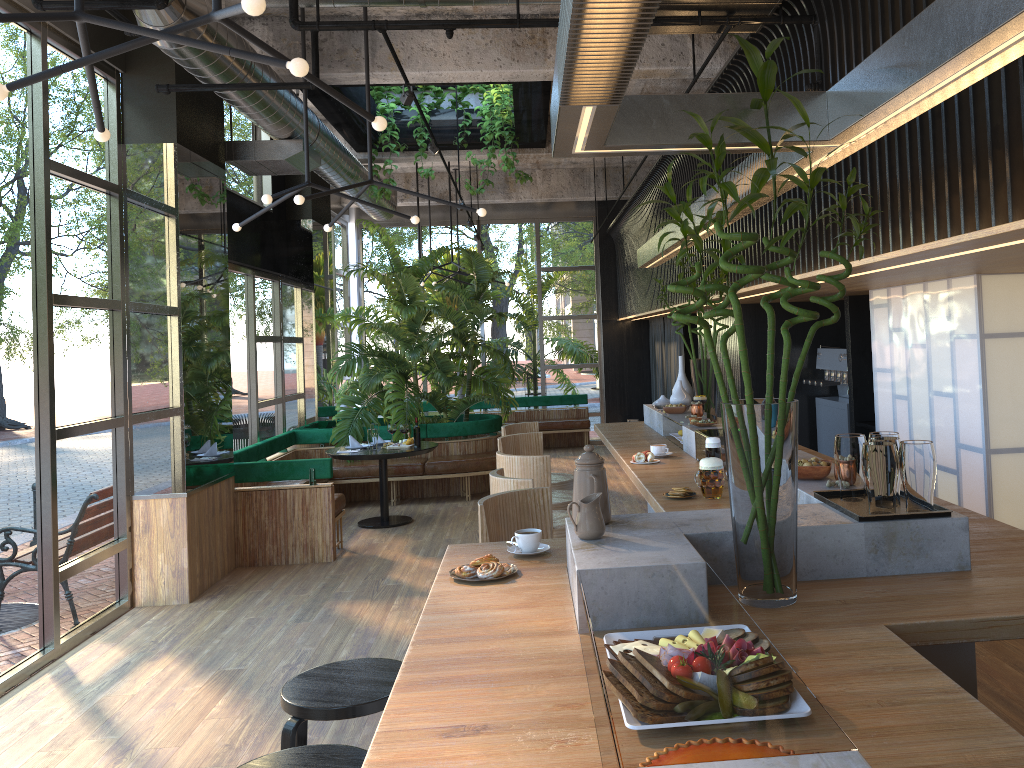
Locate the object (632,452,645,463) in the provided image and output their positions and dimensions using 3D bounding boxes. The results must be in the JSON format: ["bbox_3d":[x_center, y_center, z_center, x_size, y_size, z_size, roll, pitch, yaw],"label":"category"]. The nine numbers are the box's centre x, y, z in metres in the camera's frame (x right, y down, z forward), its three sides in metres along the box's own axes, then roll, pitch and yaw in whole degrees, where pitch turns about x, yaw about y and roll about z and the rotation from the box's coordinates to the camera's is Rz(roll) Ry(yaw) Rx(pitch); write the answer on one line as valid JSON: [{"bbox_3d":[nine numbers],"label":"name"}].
[{"bbox_3d":[0.704,0.406,4.942,0.062,0.059,0.073,-2,1,-11],"label":"object"}]

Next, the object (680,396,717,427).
[{"bbox_3d":[1.162,0.169,5.619,0.209,0.134,0.808,-2,3,7],"label":"object"}]

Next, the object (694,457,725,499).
[{"bbox_3d":[0.853,0.400,3.809,0.112,0.172,0.135,-2,0,-7],"label":"object"}]

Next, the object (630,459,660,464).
[{"bbox_3d":[0.743,0.433,4.955,0.164,0.005,0.170,-2,3,10],"label":"object"}]

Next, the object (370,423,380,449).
[{"bbox_3d":[-1.361,0.517,8.807,0.095,0.245,0.089,-2,-1,-19],"label":"object"}]

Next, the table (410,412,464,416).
[{"bbox_3d":[-1.210,0.821,12.795,1.139,0.751,1.062,-3,1,-21],"label":"table"}]

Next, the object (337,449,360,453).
[{"bbox_3d":[-1.567,0.648,8.632,0.256,0.019,0.157,-2,3,-2],"label":"object"}]

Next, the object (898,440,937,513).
[{"bbox_3d":[1.194,0.274,2.610,0.100,0.209,0.110,-3,-1,43],"label":"object"}]

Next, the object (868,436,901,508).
[{"bbox_3d":[1.147,0.271,2.726,0.101,0.209,0.110,-3,-1,33],"label":"object"}]

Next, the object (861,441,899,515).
[{"bbox_3d":[1.086,0.279,2.614,0.100,0.209,0.110,-3,-1,43],"label":"object"}]

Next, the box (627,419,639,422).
[{"bbox_3d":[1.923,0.786,14.024,0.339,0.442,0.274,-2,0,-13],"label":"box"}]

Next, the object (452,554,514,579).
[{"bbox_3d":[-0.082,0.552,2.679,0.155,0.052,0.161,0,3,43],"label":"object"}]

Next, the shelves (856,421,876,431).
[{"bbox_3d":[3.154,0.344,7.077,0.526,0.035,0.865,-2,3,0],"label":"shelves"}]

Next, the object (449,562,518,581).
[{"bbox_3d":[-0.086,0.571,2.686,0.197,0.013,0.215,-1,3,35],"label":"object"}]

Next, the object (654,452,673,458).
[{"bbox_3d":[0.853,0.413,5.153,0.162,0.020,0.159,-3,3,-5],"label":"object"}]

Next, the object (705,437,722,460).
[{"bbox_3d":[0.917,0.356,4.033,0.071,0.232,0.078,-3,-1,31],"label":"object"}]

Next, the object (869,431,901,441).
[{"bbox_3d":[1.202,0.262,2.858,0.100,0.209,0.110,-3,-1,43],"label":"object"}]

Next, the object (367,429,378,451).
[{"bbox_3d":[-1.355,0.544,8.639,0.101,0.209,0.110,-3,-1,33],"label":"object"}]

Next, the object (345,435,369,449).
[{"bbox_3d":[-1.553,0.580,8.891,0.240,0.139,0.226,-3,2,-18],"label":"object"}]

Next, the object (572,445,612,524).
[{"bbox_3d":[0.230,0.299,2.660,0.123,0.234,0.205,-2,0,-33],"label":"object"}]

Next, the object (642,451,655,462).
[{"bbox_3d":[0.757,0.403,4.961,0.073,0.060,0.125,-3,2,-32],"label":"object"}]

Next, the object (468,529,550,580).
[{"bbox_3d":[-0.042,0.533,2.824,0.174,0.073,0.435,-1,3,34],"label":"object"}]

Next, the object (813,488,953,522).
[{"bbox_3d":[1.124,0.367,2.726,0.274,0.018,0.436,-2,3,0],"label":"object"}]

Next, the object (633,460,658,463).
[{"bbox_3d":[0.742,0.431,4.951,0.117,0.005,0.126,0,3,38],"label":"object"}]

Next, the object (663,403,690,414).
[{"bbox_3d":[1.149,0.171,6.240,0.189,0.073,0.232,-2,2,19],"label":"object"}]

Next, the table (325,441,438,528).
[{"bbox_3d":[-1.280,1.010,8.860,1.150,0.751,1.050,-3,2,-33],"label":"table"}]

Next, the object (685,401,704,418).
[{"bbox_3d":[1.203,0.169,5.876,0.086,0.107,0.161,-2,1,45],"label":"object"}]

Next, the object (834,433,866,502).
[{"bbox_3d":[1.087,0.268,2.842,0.100,0.209,0.110,-3,-1,43],"label":"object"}]

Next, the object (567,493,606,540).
[{"bbox_3d":[0.208,0.366,2.458,0.099,0.119,0.088,-2,0,7],"label":"object"}]

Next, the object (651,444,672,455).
[{"bbox_3d":[0.873,0.383,5.154,0.137,0.064,0.107,-3,2,-22],"label":"object"}]

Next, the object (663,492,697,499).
[{"bbox_3d":[0.728,0.483,3.842,0.156,0.013,0.143,-4,3,-30],"label":"object"}]

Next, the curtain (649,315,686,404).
[{"bbox_3d":[2.245,0.015,12.903,0.122,2.058,3.261,-2,1,1],"label":"curtain"}]

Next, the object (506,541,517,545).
[{"bbox_3d":[0.010,0.543,3.026,0.030,0.027,0.131,-3,2,-22],"label":"object"}]

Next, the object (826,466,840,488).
[{"bbox_3d":[1.154,0.301,3.118,0.086,0.107,0.161,-2,1,45],"label":"object"}]

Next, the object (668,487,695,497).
[{"bbox_3d":[0.729,0.468,3.844,0.093,0.041,0.148,-1,3,33],"label":"object"}]

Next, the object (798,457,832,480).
[{"bbox_3d":[1.097,0.311,3.321,0.189,0.073,0.232,-2,2,19],"label":"object"}]
